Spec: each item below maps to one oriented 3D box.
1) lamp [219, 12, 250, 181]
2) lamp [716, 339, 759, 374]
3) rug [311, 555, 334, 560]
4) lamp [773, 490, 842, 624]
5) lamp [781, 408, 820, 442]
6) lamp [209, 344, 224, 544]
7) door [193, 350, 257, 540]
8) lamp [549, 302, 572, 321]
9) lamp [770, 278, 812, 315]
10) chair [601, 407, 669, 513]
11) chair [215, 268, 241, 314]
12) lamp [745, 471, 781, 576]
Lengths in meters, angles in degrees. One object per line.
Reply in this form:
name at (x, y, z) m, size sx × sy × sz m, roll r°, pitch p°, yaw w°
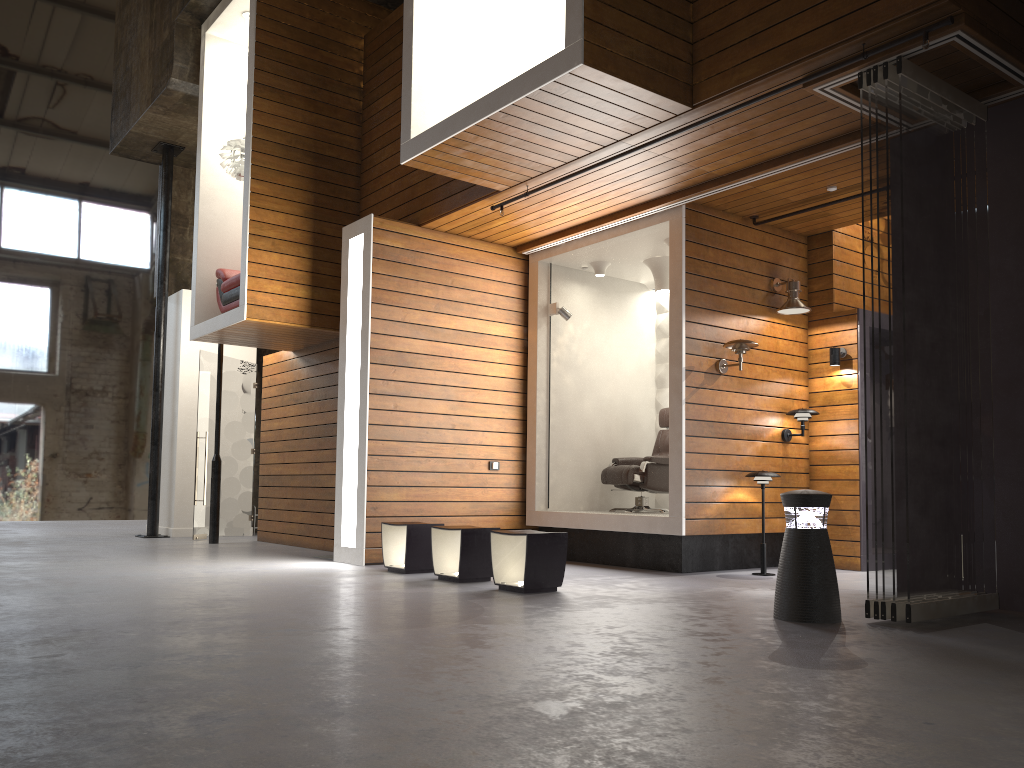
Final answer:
lamp at (-2.768, -3.008, 9.238) m, size 0.512 × 1.768 × 0.489 m, roll 0°, pitch -4°, yaw 16°
lamp at (1.863, -0.234, 7.317) m, size 0.288 × 0.270 × 0.352 m, roll 5°, pitch -7°, yaw -37°
rug at (-1.152, 1.699, 8.790) m, size 1.580 × 0.014 × 0.541 m, roll 6°, pitch -8°, yaw -37°
lamp at (1.599, 0.921, 4.807) m, size 0.348 × 0.694 × 0.349 m, roll 4°, pitch -5°, yaw -31°
lamp at (2.554, 0.359, 7.830) m, size 0.288 × 0.296 × 0.327 m, roll 5°, pitch -7°, yaw -37°
lamp at (-3.427, 0.454, 10.326) m, size 0.630 × 2.937 × 0.632 m, roll 1°, pitch -4°, yaw 4°
door at (-3.644, 0.801, 11.322) m, size 0.146 × 2.296 × 1.290 m, roll 0°, pitch -5°, yaw 15°
lamp at (0.469, -0.708, 8.677) m, size 0.249 × 0.187 × 0.130 m, roll -1°, pitch -5°, yaw 21°
lamp at (2.462, -0.797, 7.816) m, size 0.295 × 0.330 × 0.347 m, roll 4°, pitch -7°, yaw -35°
chair at (1.367, 0.731, 8.762) m, size 0.825 × 1.067 × 0.758 m, roll 3°, pitch -5°, yaw -22°
chair at (-2.470, -1.106, 9.296) m, size 0.954 × 0.934 × 1.203 m, roll 5°, pitch -7°, yaw -37°
lamp at (2.070, 1.139, 7.298) m, size 0.288 × 0.859 × 0.288 m, roll -3°, pitch -5°, yaw 38°
